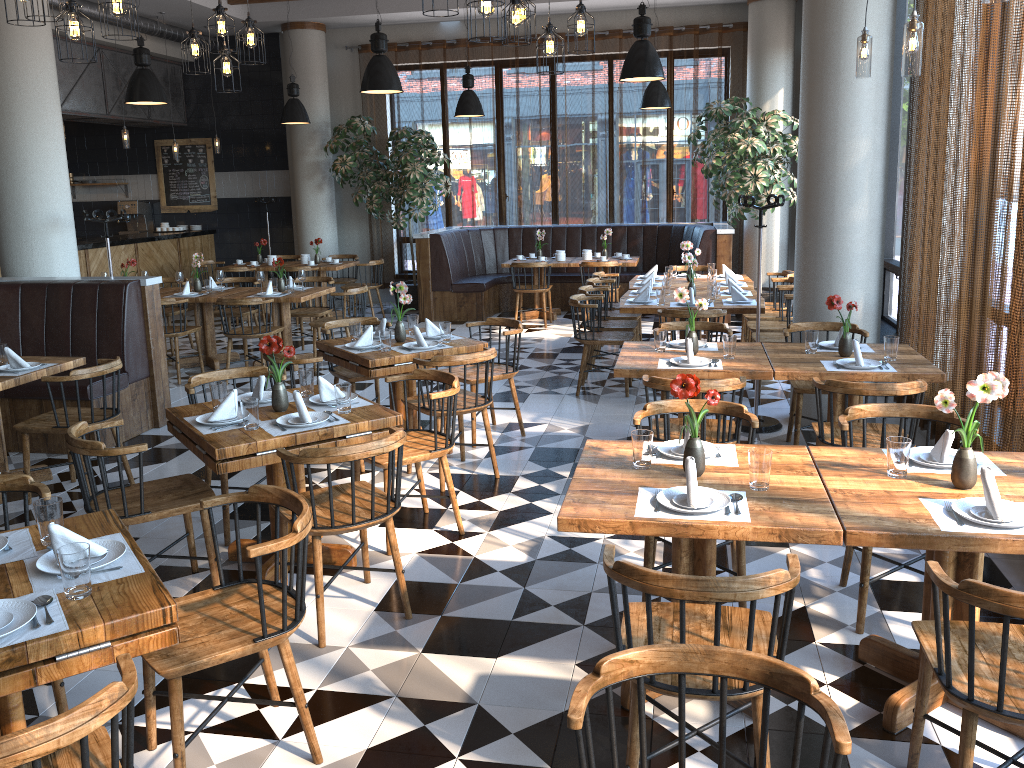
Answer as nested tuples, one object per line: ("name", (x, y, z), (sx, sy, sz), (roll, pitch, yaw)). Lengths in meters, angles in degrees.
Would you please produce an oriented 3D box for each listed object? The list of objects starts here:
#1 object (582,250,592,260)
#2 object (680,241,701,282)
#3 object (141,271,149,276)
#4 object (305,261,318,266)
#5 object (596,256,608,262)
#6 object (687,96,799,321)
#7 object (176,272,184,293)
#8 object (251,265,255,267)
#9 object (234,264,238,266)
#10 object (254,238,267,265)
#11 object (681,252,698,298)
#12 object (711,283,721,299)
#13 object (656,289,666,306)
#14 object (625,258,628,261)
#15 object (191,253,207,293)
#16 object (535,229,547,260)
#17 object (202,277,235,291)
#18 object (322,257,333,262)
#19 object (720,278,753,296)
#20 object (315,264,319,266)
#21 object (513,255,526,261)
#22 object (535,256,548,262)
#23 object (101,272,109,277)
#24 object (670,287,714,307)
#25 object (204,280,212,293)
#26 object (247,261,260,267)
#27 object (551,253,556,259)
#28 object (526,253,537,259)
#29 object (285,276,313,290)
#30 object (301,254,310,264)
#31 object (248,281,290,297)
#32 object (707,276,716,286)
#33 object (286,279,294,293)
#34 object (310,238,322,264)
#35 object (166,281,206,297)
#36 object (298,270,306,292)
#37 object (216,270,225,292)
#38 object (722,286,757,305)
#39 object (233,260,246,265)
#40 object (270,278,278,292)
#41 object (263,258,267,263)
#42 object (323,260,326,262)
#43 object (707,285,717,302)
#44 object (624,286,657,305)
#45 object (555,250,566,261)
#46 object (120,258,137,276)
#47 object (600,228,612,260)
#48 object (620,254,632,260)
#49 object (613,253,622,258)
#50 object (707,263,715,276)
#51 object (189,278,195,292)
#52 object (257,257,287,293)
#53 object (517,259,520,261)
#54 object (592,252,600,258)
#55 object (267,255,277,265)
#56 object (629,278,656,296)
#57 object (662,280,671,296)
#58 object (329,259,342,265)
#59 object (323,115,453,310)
("object", (0.974, -1.673, 11.483), (0.130, 0.127, 0.130), (-10, 14, -34))
("object", (1.780, -1.225, 8.833), (0.206, 0.397, 0.147), (0, 11, 10))
("object", (-3.814, -1.068, 9.222), (0.081, 0.214, 0.082), (-1, 11, 3))
("object", (-2.651, -1.593, 11.701), (0.176, 0.066, 0.177), (5, 14, 26))
("object", (1.150, -1.579, 11.188), (0.176, 0.066, 0.177), (-3, 13, -6))
("object", (2.743, -2.199, 11.066), (1.484, 2.759, 1.763), (-8, 13, -30))
("object", (-3.382, -1.035, 9.028), (0.081, 0.214, 0.082), (-1, 11, 3))
("object", (-3.442, -1.567, 11.771), (0.053, 0.025, 0.049), (-6, 13, -20))
("object", (-3.757, -1.625, 12.063), (0.053, 0.025, 0.049), (-2, 12, 0))
("object", (-3.413, -1.806, 12.077), (0.171, 0.352, 0.157), (-2, 11, -3))
("object", (1.520, -0.937, 7.606), (0.146, 0.397, 0.208), (2, 12, 16))
("object", (1.738, -0.795, 7.558), (0.080, 0.131, 0.080), (-2, 11, -4))
("object", (1.217, -0.708, 7.242), (0.080, 0.131, 0.080), (-2, 11, -4))
("object", (1.453, -1.580, 11.250), (0.034, 0.023, 0.156), (-1, 13, 2))
("object", (-3.190, -1.135, 9.031), (0.146, 0.397, 0.208), (-8, 13, -29))
("object", (0.383, -1.821, 11.596), (0.146, 0.397, 0.208), (-6, 12, -21))
("object", (-3.137, -1.066, 9.305), (0.352, 0.136, 0.274), (1, 13, 11))
("object", (-2.526, -1.713, 12.205), (0.176, 0.066, 0.176), (-10, 15, -33))
("object", (1.983, -0.869, 7.842), (0.272, 0.136, 0.355), (1, 13, 11))
("object", (-2.543, -1.558, 11.626), (0.155, 0.023, 0.034), (8, 15, 35))
("object", (0.101, -1.659, 11.656), (0.175, 0.066, 0.177), (-1, 13, 3))
("object", (0.380, -1.599, 11.363), (0.176, 0.066, 0.176), (-13, 17, -42))
("object", (-4.218, -1.050, 9.192), (0.081, 0.214, 0.082), (-1, 11, 3))
("object", (1.469, -0.716, 7.236), (0.352, 0.136, 0.274), (1, 13, 11))
("object", (-3.072, -0.987, 8.964), (0.080, 0.131, 0.080), (8, 15, 40))
("object", (-3.461, -1.609, 11.863), (0.176, 0.066, 0.177), (-8, 14, -26))
("object", (0.612, -1.703, 11.792), (0.176, 0.066, 0.177), (3, 14, 21))
("object", (0.269, -1.717, 11.891), (0.176, 0.066, 0.176), (-10, 15, -33))
("object", (-2.264, -1.051, 9.134), (0.352, 0.136, 0.274), (1, 13, 11))
("object", (-2.808, -1.700, 12.049), (0.130, 0.127, 0.130), (-10, 14, -34))
("object", (-2.373, -0.932, 8.630), (0.352, 0.136, 0.274), (1, 13, 11))
("object", (1.805, -0.904, 8.026), (0.080, 0.131, 0.080), (-2, 11, -4))
("object", (-2.199, -0.971, 8.793), (0.080, 0.131, 0.080), (8, 15, 40))
("object", (-2.616, -1.784, 11.887), (0.156, 0.352, 0.172), (-8, 13, -30))
("object", (-3.246, -0.947, 8.801), (0.352, 0.136, 0.274), (1, 13, 11))
("object", (-2.104, -1.038, 8.887), (0.081, 0.214, 0.082), (-7, 12, -25))
("object", (-2.977, -1.053, 9.058), (0.081, 0.214, 0.082), (-7, 12, -25))
("object", (1.874, -0.739, 7.289), (0.272, 0.136, 0.355), (1, 13, 11))
("object", (-3.741, -1.669, 12.156), (0.175, 0.066, 0.177), (-1, 13, 3))
("object", (-2.405, -1.004, 8.959), (0.080, 0.131, 0.080), (-12, 15, -43))
("object", (-3.400, -1.716, 12.325), (0.176, 0.066, 0.177), (4, 14, 24))
("object", (-2.588, -1.695, 12.222), (0.034, 0.012, 0.157), (-5, 13, -16))
("object", (1.666, -0.754, 7.386), (0.080, 0.131, 0.080), (-2, 11, -4))
("object", (1.093, -0.759, 7.465), (0.272, 0.136, 0.355), (1, 13, 11))
("object", (0.628, -1.662, 11.474), (0.130, 0.127, 0.130), (-10, 14, -34))
("object", (-3.980, -1.134, 9.218), (0.171, 0.352, 0.157), (-11, 15, -40))
("object", (1.218, -1.797, 11.391), (0.146, 0.397, 0.208), (2, 12, 16))
("object", (1.457, -1.631, 11.378), (0.175, 0.066, 0.177), (-1, 13, 2))
("object", (1.403, -1.689, 11.637), (0.176, 0.066, 0.177), (4, 14, 24))
("object", (2.078, -1.191, 9.242), (0.080, 0.131, 0.080), (-2, 11, -4))
("object", (-3.278, -1.020, 9.131), (0.080, 0.131, 0.080), (4, 13, 26))
("object", (-2.396, -1.093, 8.853), (0.295, 0.352, 0.167), (2, 12, 16))
("object", (0.085, -1.615, 11.564), (0.053, 0.025, 0.049), (-2, 12, 0))
("object", (1.132, -1.706, 11.741), (0.176, 0.066, 0.176), (-10, 15, -33))
("object", (-3.247, -1.676, 11.996), (0.130, 0.127, 0.130), (-10, 14, -34))
("object", (1.202, -0.889, 8.018), (0.272, 0.136, 0.355), (1, 13, 11))
("object", (1.368, -0.851, 7.845), (0.080, 0.131, 0.080), (-2, 11, -4))
("object", (-2.356, -1.636, 11.854), (0.176, 0.066, 0.177), (-2, 13, -3))
("object", (-1.724, -2.413, 12.528), (1.754, 2.759, 1.492), (-3, 11, -8))
